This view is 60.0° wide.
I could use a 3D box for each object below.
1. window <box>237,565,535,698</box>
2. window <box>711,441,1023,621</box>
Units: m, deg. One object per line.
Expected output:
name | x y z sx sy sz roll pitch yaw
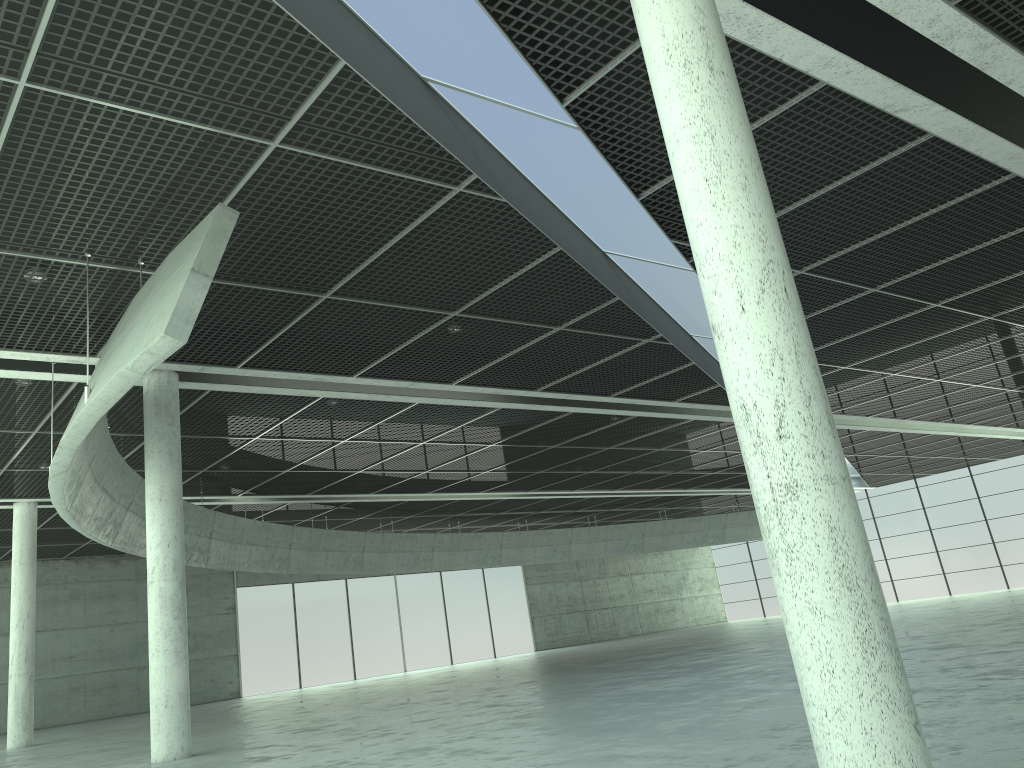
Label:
window | -11.317 26.824 89.592 33.520 10.657 0.159 5 -22 -38
window | 18.157 8.451 53.866 100.761 16.072 99.641 5 -22 -38
